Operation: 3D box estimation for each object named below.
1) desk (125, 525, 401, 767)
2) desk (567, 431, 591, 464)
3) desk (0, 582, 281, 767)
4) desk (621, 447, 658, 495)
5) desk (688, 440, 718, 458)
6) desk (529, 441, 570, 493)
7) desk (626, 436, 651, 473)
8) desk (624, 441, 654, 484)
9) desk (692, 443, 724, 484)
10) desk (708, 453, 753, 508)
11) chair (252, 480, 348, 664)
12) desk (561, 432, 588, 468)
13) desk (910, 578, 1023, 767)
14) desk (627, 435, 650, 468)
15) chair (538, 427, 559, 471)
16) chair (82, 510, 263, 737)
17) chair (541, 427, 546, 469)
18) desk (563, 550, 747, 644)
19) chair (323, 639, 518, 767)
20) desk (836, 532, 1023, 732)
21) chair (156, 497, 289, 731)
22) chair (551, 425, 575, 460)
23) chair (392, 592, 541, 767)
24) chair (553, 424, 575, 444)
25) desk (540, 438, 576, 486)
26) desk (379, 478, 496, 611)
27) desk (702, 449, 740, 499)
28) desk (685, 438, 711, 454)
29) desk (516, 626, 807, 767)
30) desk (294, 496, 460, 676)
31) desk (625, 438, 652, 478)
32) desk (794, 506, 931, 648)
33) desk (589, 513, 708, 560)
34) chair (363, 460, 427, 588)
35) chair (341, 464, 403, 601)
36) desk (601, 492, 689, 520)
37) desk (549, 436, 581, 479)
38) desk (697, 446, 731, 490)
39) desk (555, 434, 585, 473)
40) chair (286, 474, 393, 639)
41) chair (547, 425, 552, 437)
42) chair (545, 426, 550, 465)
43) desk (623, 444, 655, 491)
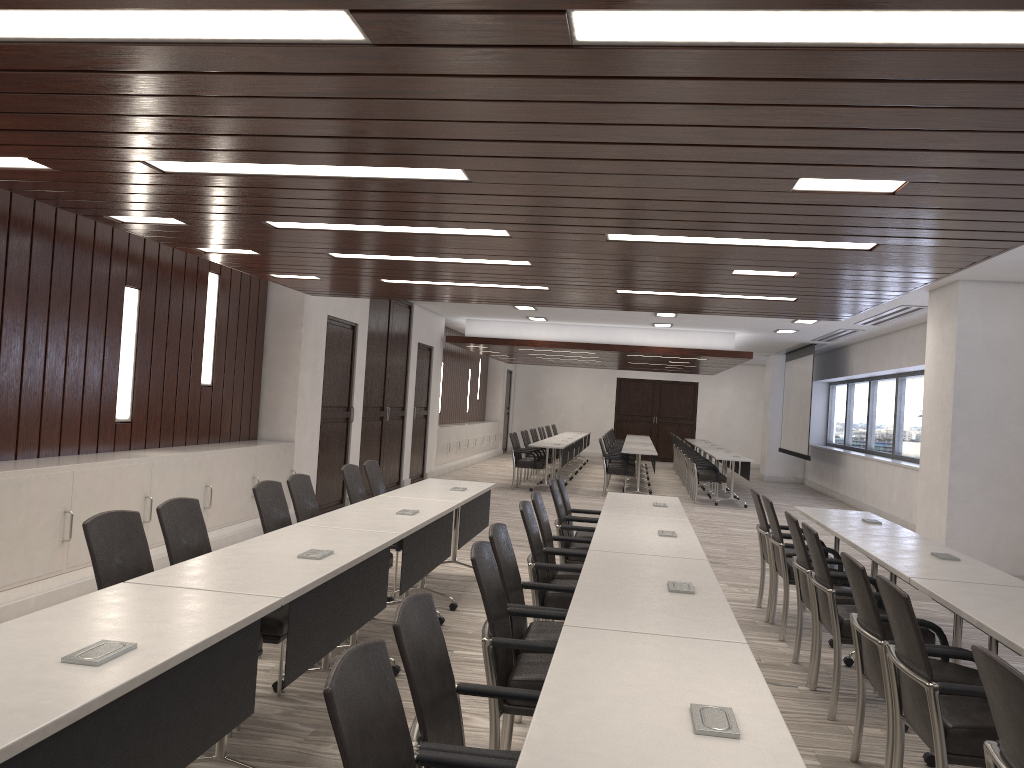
[{"bbox_3d":[-0.972,1.103,3.757,0.577,0.795,1.509,3,-1,8],"label":"desk"},{"bbox_3d":[1.690,1.622,22.800,0.577,0.795,1.509,3,-1,8],"label":"desk"},{"bbox_3d":[-1.182,1.062,2.250,0.577,0.795,1.509,3,-1,8],"label":"desk"},{"bbox_3d":[2.139,1.508,15.056,0.577,0.795,1.509,3,-1,8],"label":"desk"},{"bbox_3d":[4.460,1.762,20.871,0.577,0.795,1.509,3,-1,8],"label":"desk"},{"bbox_3d":[0.637,1.417,15.269,0.577,0.795,1.509,3,-1,8],"label":"desk"},{"bbox_3d":[2.981,1.672,21.080,0.577,0.795,1.509,3,-1,8],"label":"desk"},{"bbox_3d":[2.559,1.590,18.062,0.577,0.795,1.509,3,-1,8],"label":"desk"},{"bbox_3d":[4.249,1.720,19.361,0.577,0.795,1.509,3,-1,8],"label":"desk"},{"bbox_3d":[3.618,1.597,14.847,0.577,0.795,1.509,3,-1,8],"label":"desk"},{"bbox_3d":[-1.153,1.043,5.057,0.638,0.939,0.513,3,-1,8],"label":"chair"},{"bbox_3d":[1.479,1.581,21.293,0.577,0.795,1.509,3,-1,8],"label":"desk"},{"bbox_3d":[2.009,1.284,3.336,0.577,0.795,1.509,3,-1,8],"label":"desk"},{"bbox_3d":[3.191,1.713,22.588,0.577,0.795,1.509,3,-1,8],"label":"desk"},{"bbox_3d":[0.859,1.438,19.579,0.638,0.939,0.513,3,-1,8],"label":"chair"},{"bbox_3d":[-1.366,1.002,3.547,0.638,0.939,0.513,3,-1,9],"label":"chair"},{"bbox_3d":[0.948,1.453,20.097,0.638,0.939,0.513,3,-1,7],"label":"chair"},{"bbox_3d":[0.530,1.194,3.545,0.577,0.795,1.509,3,-1,8],"label":"desk"},{"bbox_3d":[-0.073,1.052,1.833,0.638,0.939,0.513,3,-1,8],"label":"chair"},{"bbox_3d":[2.220,1.325,4.846,0.577,0.795,1.509,3,-1,8],"label":"desk"},{"bbox_3d":[-1.292,1.017,4.072,0.638,0.939,0.513,3,-1,7],"label":"chair"},{"bbox_3d":[1.293,1.521,22.591,0.638,0.939,0.513,3,-1,8],"label":"chair"},{"bbox_3d":[-0.010,1.066,2.349,0.638,0.939,0.513,3,-1,8],"label":"chair"},{"bbox_3d":[1.362,1.535,23.110,0.638,0.939,0.513,3,-1,8],"label":"chair"},{"bbox_3d":[0.848,1.458,16.776,0.577,0.795,1.509,3,-1,8],"label":"desk"},{"bbox_3d":[-0.550,1.185,6.775,0.577,0.795,1.509,3,-1,8],"label":"desk"},{"bbox_3d":[3.829,1.639,16.355,0.577,0.795,1.509,3,-1,8],"label":"desk"},{"bbox_3d":[4.671,1.803,22.379,0.577,0.795,1.509,3,-1,8],"label":"desk"},{"bbox_3d":[0.319,1.153,2.037,0.577,0.795,1.509,3,-1,8],"label":"desk"},{"bbox_3d":[-0.761,1.144,5.268,0.577,0.795,1.509,3,-1,8],"label":"desk"},{"bbox_3d":[2.770,1.631,19.570,0.577,0.795,1.509,3,-1,8],"label":"desk"},{"bbox_3d":[2.431,1.366,6.354,0.577,0.795,1.509,3,-1,8],"label":"desk"},{"bbox_3d":[0.741,1.235,5.055,0.577,0.795,1.509,3,-1,8],"label":"desk"},{"bbox_3d":[-0.879,1.098,7.090,0.638,0.939,0.513,3,-1,8],"label":"chair"},{"bbox_3d":[-0.952,1.084,6.565,0.638,0.939,0.513,3,-1,7],"label":"chair"},{"bbox_3d":[0.952,1.276,6.563,0.577,0.795,1.509,3,-1,8],"label":"desk"},{"bbox_3d":[1.057,1.499,18.275,0.577,0.795,1.509,3,-1,8],"label":"desk"},{"bbox_3d":[4.039,1.679,17.853,0.577,0.795,1.509,3,-1,8],"label":"desk"},{"bbox_3d":[1.268,1.540,19.782,0.577,0.795,1.509,3,-1,8],"label":"desk"},{"bbox_3d":[-1.096,1.057,5.574,0.638,0.939,0.513,3,-1,7],"label":"chair"},{"bbox_3d":[1.147,1.494,21.607,0.638,0.939,0.513,3,-1,8],"label":"chair"},{"bbox_3d":[1.075,1.479,21.087,0.638,0.939,0.513,3,-1,7],"label":"chair"},{"bbox_3d":[2.349,1.549,16.564,0.577,0.795,1.509,3,-1,8],"label":"desk"}]
